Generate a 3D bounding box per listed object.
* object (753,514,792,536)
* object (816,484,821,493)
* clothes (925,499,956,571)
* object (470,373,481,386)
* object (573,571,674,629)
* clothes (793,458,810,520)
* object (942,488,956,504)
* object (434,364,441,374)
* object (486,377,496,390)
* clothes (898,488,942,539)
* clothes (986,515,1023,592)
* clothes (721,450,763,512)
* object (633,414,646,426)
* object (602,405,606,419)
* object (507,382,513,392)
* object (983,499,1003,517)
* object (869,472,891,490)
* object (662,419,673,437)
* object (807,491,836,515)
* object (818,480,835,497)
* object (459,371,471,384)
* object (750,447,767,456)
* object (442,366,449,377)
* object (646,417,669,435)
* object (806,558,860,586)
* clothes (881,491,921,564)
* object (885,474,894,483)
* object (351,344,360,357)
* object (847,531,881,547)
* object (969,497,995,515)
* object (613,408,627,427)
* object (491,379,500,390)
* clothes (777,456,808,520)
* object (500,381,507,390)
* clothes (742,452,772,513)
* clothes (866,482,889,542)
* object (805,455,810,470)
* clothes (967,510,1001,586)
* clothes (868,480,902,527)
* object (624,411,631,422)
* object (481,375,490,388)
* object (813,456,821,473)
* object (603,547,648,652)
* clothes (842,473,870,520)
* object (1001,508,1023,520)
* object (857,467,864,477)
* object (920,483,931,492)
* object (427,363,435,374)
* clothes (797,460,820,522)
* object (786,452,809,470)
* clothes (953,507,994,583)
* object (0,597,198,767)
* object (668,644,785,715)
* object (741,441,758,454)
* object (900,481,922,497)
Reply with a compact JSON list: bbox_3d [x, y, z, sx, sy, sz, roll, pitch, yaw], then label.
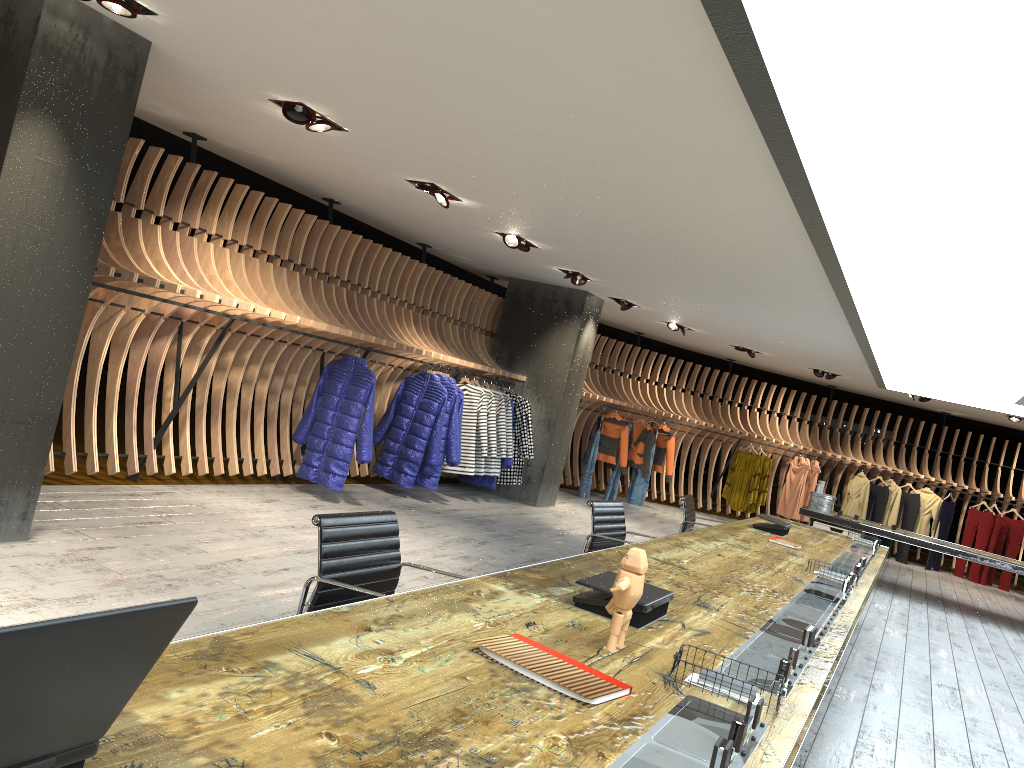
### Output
[{"bbox_3d":[2.152,1.163,7.319,0.261,0.111,0.372,14,0,25],"label":"object"},{"bbox_3d":[3.983,1.364,11.534,0.062,0.109,0.062,14,-1,-9],"label":"object"},{"bbox_3d":[7.377,2.659,15.282,0.538,1.353,0.088,14,-1,-40],"label":"clothes"},{"bbox_3d":[-0.424,0.030,10.315,0.518,0.313,0.012,14,-1,26],"label":"object"},{"bbox_3d":[0.396,0.757,3.126,0.263,0.088,0.372,14,0,25],"label":"object"},{"bbox_3d":[4.992,1.849,15.434,0.125,1.156,0.447,14,-1,-5],"label":"clothes"},{"bbox_3d":[7.555,1.933,15.286,0.524,0.270,0.012,14,-1,-40],"label":"object"},{"bbox_3d":[-0.797,-0.070,9.528,0.524,0.291,0.012,14,-1,26],"label":"object"},{"bbox_3d":[-0.241,0.074,10.713,0.518,0.313,0.012,14,-1,26],"label":"object"},{"bbox_3d":[7.090,2.255,15.360,0.249,0.890,0.706,14,-1,-44],"label":"clothes"},{"bbox_3d":[8.280,2.887,14.957,0.093,1.338,0.552,14,-1,-24],"label":"clothes"},{"bbox_3d":[3.955,1.664,15.183,0.168,1.045,0.666,14,-1,-34],"label":"clothes"},{"bbox_3d":[2.042,0.604,14.114,0.012,0.270,0.526,14,-1,-45],"label":"object"},{"bbox_3d":[1.395,0.435,13.513,0.023,0.243,0.549,13,0,7],"label":"object"},{"bbox_3d":[-0.021,0.135,11.209,0.518,0.313,0.012,14,-1,26],"label":"object"},{"bbox_3d":[8.203,2.092,15.076,0.012,0.270,0.525,14,0,-5],"label":"object"},{"bbox_3d":[6.411,1.659,15.473,0.012,0.270,0.526,14,0,-30],"label":"object"},{"bbox_3d":[2.468,0.704,14.432,0.012,0.270,0.526,14,0,-35],"label":"object"},{"bbox_3d":[4.058,1.560,11.629,0.303,0.239,0.497,13,0,26],"label":"object"},{"bbox_3d":[4.111,1.389,11.567,0.263,0.204,0.088,13,-1,24],"label":"object"},{"bbox_3d":[-0.523,0.007,10.103,0.518,0.313,0.012,14,-1,26],"label":"object"},{"bbox_3d":[4.259,1.140,15.267,0.012,0.270,0.526,14,0,-35],"label":"object"},{"bbox_3d":[-0.735,-0.064,9.696,0.526,0.270,0.012,14,-1,26],"label":"object"},{"bbox_3d":[2.275,0.647,14.295,0.549,0.243,0.023,14,-1,2],"label":"object"},{"bbox_3d":[1.941,1.140,5.367,0.302,0.071,0.209,14,0,20],"label":"object"},{"bbox_3d":[6.728,2.505,15.404,0.087,1.353,0.540,14,-1,-40],"label":"clothes"},{"bbox_3d":[6.604,1.707,15.465,0.012,0.270,0.526,14,0,-20],"label":"object"},{"bbox_3d":[-1.448,-0.234,8.152,0.526,0.270,0.012,14,-1,26],"label":"object"},{"bbox_3d":[3.341,1.476,8.417,0.302,0.074,0.216,14,0,20],"label":"object"},{"bbox_3d":[8.051,2.056,15.136,0.012,0.270,0.526,14,0,-20],"label":"object"},{"bbox_3d":[1.597,0.495,13.739,0.526,0.270,0.012,14,-1,40],"label":"object"},{"bbox_3d":[-0.205,0.062,10.919,0.526,0.270,0.012,14,-1,26],"label":"object"},{"bbox_3d":[4.879,1.822,15.416,0.125,1.156,0.448,14,-1,-30],"label":"clothes"},{"bbox_3d":[-0.097,0.119,11.038,0.517,0.316,0.012,14,-1,26],"label":"object"},{"bbox_3d":[4.124,1.705,15.241,0.168,1.045,0.666,14,-1,-34],"label":"clothes"},{"bbox_3d":[6.229,2.384,15.461,0.087,1.353,0.540,14,-1,-30],"label":"clothes"},{"bbox_3d":[5.114,1.344,15.447,0.012,0.270,0.525,14,0,-5],"label":"object"},{"bbox_3d":[8.020,2.823,15.068,0.093,1.338,0.552,14,-1,-4],"label":"clothes"},{"bbox_3d":[6.515,2.118,15.463,0.249,0.890,0.705,14,-1,-24],"label":"clothes"},{"bbox_3d":[1.824,0.538,13.927,0.023,0.243,0.548,13,0,22],"label":"object"},{"bbox_3d":[-0.315,0.056,10.552,0.518,0.313,0.012,14,-1,26],"label":"object"},{"bbox_3d":[5.274,1.382,15.451,0.012,0.270,0.525,14,0,-10],"label":"object"},{"bbox_3d":[0.326,0.632,2.579,0.097,0.301,0.320,13,0,9],"label":"object"},{"bbox_3d":[6.001,1.994,15.484,0.249,0.890,0.705,14,-1,-14],"label":"clothes"},{"bbox_3d":[8.463,2.156,14.968,0.012,0.270,0.526,14,0,-25],"label":"object"},{"bbox_3d":[6.110,1.587,15.492,0.012,0.270,0.525,14,0,-10],"label":"object"},{"bbox_3d":[7.197,1.848,15.373,0.012,0.270,0.526,14,-1,-40],"label":"object"},{"bbox_3d":[-0.886,-0.086,9.415,0.524,0.292,0.012,14,-1,26],"label":"object"},{"bbox_3d":[5.151,1.888,15.448,0.125,1.156,0.447,14,-1,-10],"label":"clothes"},{"bbox_3d":[5.000,1.316,15.429,0.012,0.270,0.526,14,0,-30],"label":"object"},{"bbox_3d":[7.868,2.787,15.126,0.093,1.338,0.552,14,-1,-19],"label":"clothes"},{"bbox_3d":[-0.688,0.380,1.090,0.366,0.316,0.372,13,0,25],"label":"object"},{"bbox_3d":[0.599,0.822,2.464,0.302,0.074,0.216,14,0,20],"label":"object"},{"bbox_3d":[4.090,1.100,15.209,0.012,0.270,0.526,14,0,-35],"label":"object"},{"bbox_3d":[6.897,1.777,15.413,0.012,0.270,0.526,14,-1,-40],"label":"object"}]
